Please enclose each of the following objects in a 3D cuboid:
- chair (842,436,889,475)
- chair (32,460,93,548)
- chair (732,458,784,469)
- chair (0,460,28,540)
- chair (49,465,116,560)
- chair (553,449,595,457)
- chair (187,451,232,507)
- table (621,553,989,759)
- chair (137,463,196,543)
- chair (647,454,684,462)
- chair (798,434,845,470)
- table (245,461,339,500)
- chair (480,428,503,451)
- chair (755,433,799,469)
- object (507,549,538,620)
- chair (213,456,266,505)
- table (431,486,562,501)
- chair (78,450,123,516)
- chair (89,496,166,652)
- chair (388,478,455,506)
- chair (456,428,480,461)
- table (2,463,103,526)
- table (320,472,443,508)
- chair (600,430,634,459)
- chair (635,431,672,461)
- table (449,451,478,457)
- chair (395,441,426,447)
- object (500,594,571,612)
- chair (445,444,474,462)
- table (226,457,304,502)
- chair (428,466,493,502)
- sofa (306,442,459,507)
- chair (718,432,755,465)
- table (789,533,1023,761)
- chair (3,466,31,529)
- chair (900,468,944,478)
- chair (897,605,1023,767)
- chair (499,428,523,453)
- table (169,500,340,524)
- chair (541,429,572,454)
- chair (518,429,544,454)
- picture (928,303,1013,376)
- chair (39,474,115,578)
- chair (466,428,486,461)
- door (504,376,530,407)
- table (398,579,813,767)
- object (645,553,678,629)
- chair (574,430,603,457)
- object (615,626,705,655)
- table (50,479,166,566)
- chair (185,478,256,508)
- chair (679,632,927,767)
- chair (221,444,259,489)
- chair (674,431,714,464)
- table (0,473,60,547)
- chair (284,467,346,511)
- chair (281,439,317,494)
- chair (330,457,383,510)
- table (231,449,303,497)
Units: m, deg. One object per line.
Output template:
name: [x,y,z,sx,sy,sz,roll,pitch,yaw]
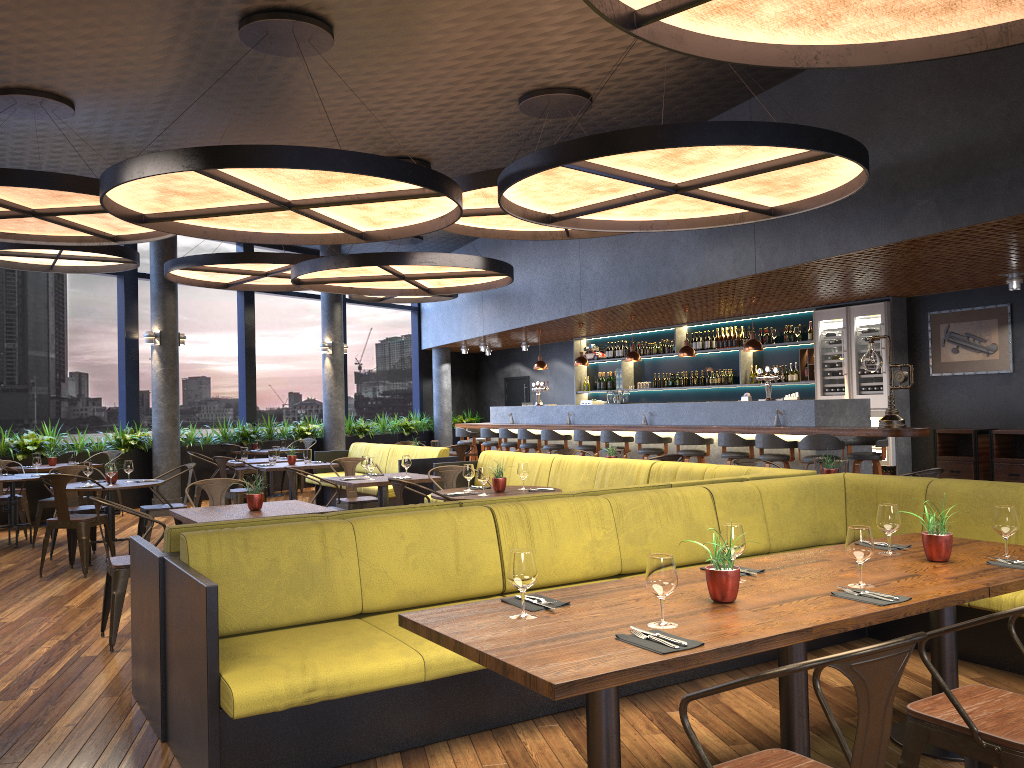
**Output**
chair: [3.865,1.037,9.686,0.483,1.048,0.438,-2,-2,30]
chair: [-4.948,1.317,9.844,0.541,0.917,0.504,-1,-1,-2]
chair: [2.148,1.088,7.414,0.504,0.917,0.541,-1,-2,-31]
chair: [-5.930,1.351,10.282,0.504,0.917,0.541,0,-2,-41]
chair: [-4.289,1.276,8.820,0.541,0.917,0.504,-3,-2,40]
chair: [0.747,1.177,9.718,0.504,0.917,0.541,-1,-2,-31]
chair: [-3.987,1.338,11.688,0.541,0.917,0.504,-1,-1,-13]
table: [1.028,1.092,3.172,0.906,0.763,0.887,-1,-2,-32]
chair: [-3.411,1.254,8.784,0.541,0.917,0.504,-1,-2,-31]
chair: [1.399,1.136,8.659,0.504,0.917,0.541,-1,-2,-31]
chair: [3.260,1.044,9.358,0.438,1.048,0.483,0,-2,-40]
table: [-2.696,1.366,10.855,0.887,0.763,0.906,-1,-2,-32]
chair: [-0.297,1.269,15.195,0.483,1.048,0.438,-2,-2,30]
chair: [2.942,1.063,9.853,0.438,1.048,0.483,-1,-1,-3]
object: [0.033,0.623,2.766,0.097,0.206,0.097,-2,-1,14]
chair: [-3.189,1.287,10.350,0.504,0.917,0.541,-2,-2,36]
table: [-0.110,1.207,6.801,1.007,0.760,1.007,-2,-1,6]
chair: [-5.723,1.395,12.330,0.504,0.917,0.541,-2,-1,22]
chair: [-2.369,1.153,5.608,0.541,0.917,0.504,-1,-2,-31]
chair: [-0.619,1.132,6.487,0.541,0.917,0.504,-1,-2,-31]
chair: [-0.766,1.296,15.872,0.483,1.048,0.438,-2,-2,30]
table: [-6.115,1.470,11.787,0.887,0.763,0.906,-2,-2,33]
table: [-1.238,1.274,8.462,0.906,0.763,0.887,-1,-2,-32]
chair: [1.454,1.157,12.270,0.438,1.048,0.483,-1,-1,-3]
chair: [1.873,1.132,11.665,0.483,1.048,0.438,-2,-1,19]
table: [-1.090,1.370,12.601,0.906,0.763,0.887,-1,-2,-32]
chair: [-1.452,1.311,13.114,0.504,0.917,0.541,-1,-2,-31]
object: [0.089,0.720,2.930,0.157,0.019,0.255,-1,-2,-31]
chair: [-0.790,1.270,12.039,0.504,0.917,0.541,-1,-2,-31]
table: [-3.376,1.409,11.958,0.906,0.763,0.887,-1,-2,-32]
chair: [-0.408,1.148,7.344,0.504,0.917,0.541,-1,-2,-31]
sofa: [-1.872,1.301,12.094,0.966,0.914,3.061,-1,-2,-32]
chair: [2.673,1.083,10.417,0.483,1.048,0.438,-2,-2,30]
table: [1.800,1.085,3.648,0.906,0.763,0.887,-1,-2,-32]
chair: [-6.445,1.385,11.210,0.504,0.917,0.541,-3,-2,43]
chair: [2.801,1.047,6.354,0.504,0.917,0.541,-1,-2,-31]
chair: [1.428,0.988,2.514,0.504,0.917,0.541,-1,-2,-31]
chair: [0.027,1.249,14.694,0.483,1.048,0.438,-2,-2,30]
table: [-1.732,1.225,5.931,0.887,0.763,0.906,-1,-2,-32]
chair: [0.666,1.203,13.432,0.438,1.048,0.483,-1,-1,-12]
chair: [0.320,1.227,14.072,0.438,1.048,0.483,-1,-1,-3]
picture: [5.563,-0.521,10.801,0.028,0.809,1.039,-1,-2,-32]
chair: [-3.931,1.248,7.983,0.504,0.917,0.541,-2,-1,8]
chair: [-0.618,1.316,16.849,0.483,1.048,0.438,-1,-1,-3]
door: [0.143,0.863,19.669,0.137,2.056,1.012,-1,-2,-32]
table: [0.261,1.099,2.694,0.906,0.763,0.887,-1,-2,-32]
object: [0.443,0.610,2.621,0.097,0.206,0.097,-2,-1,14]
chair: [1.142,1.179,12.880,0.483,1.048,0.438,-2,-2,30]
object: [0.392,0.701,2.452,0.157,0.019,0.255,-1,-2,-31]
table: [-3.857,1.337,8.501,1.007,0.760,1.007,0,-2,-44]
chair: [-2.115,1.169,6.525,0.504,0.917,0.541,-1,-2,-31]
chair: [0.661,0.995,2.041,0.504,0.917,0.541,-1,-2,-31]
chair: [-4.396,1.411,14.313,0.504,0.917,0.541,-2,-2,33]
chair: [2.261,1.109,11.075,0.438,1.048,0.483,-1,-1,-17]
table: [-5.536,1.409,9.835,1.007,0.760,1.007,0,-2,-38]
chair: [-1.790,1.199,8.094,0.541,0.917,0.504,-1,-2,-31]
chair: [-3.682,1.421,15.434,0.504,0.917,0.541,-2,-1,24]
chair: [-1.570,1.217,9.050,0.504,0.917,0.541,-1,-2,-31]
table: [-4.074,1.496,14.892,0.887,0.763,0.906,-2,-2,33]
